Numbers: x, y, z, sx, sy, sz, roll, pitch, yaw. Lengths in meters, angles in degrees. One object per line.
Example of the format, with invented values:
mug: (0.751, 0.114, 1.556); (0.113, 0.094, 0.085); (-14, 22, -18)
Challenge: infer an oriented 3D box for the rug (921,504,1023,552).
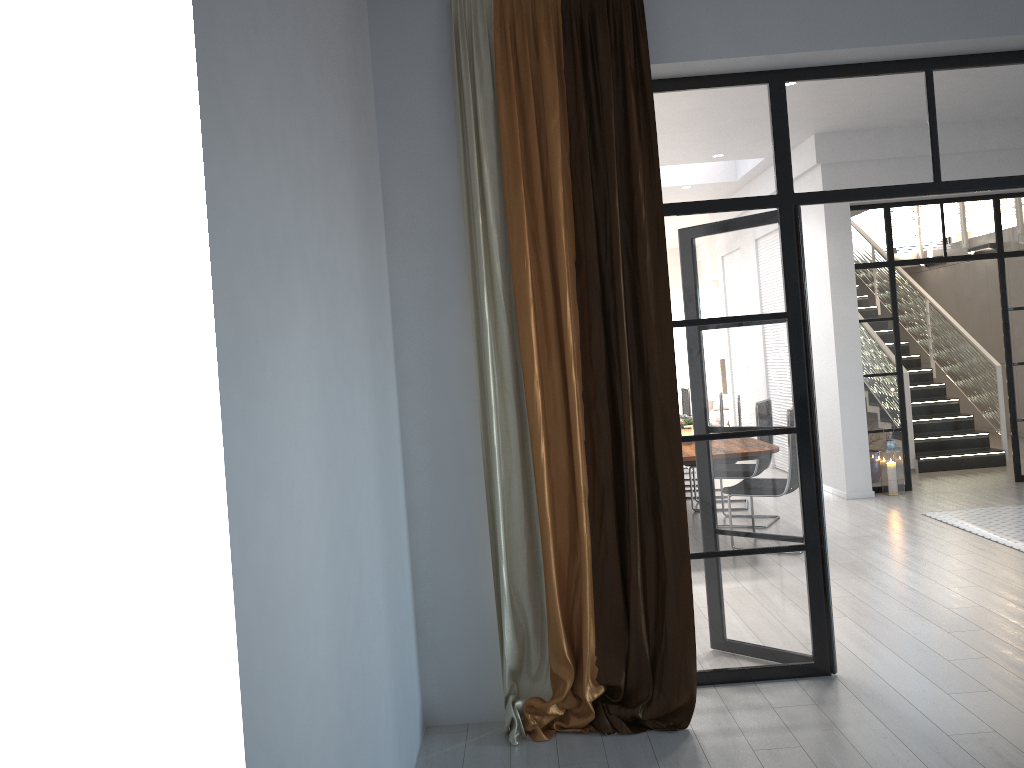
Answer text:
rug: (4.461, 0.976, 6.444); (2.276, 0.020, 1.585); (-5, 2, 0)

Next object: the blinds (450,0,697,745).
blinds: (0.249, -0.130, 3.596); (0.811, 3.044, 0.255); (-5, 0, 0)

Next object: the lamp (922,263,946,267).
lamp: (6.324, -1.834, 13.346); (0.152, 0.124, 0.568); (-5, 1, 0)

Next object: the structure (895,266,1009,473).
structure: (5.262, -1.004, 11.208); (2.393, 3.601, 5.803); (-5, 1, 0)

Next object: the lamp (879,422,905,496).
lamp: (3.494, 0.686, 8.180); (0.148, 0.665, 0.157); (-5, 0, 0)
